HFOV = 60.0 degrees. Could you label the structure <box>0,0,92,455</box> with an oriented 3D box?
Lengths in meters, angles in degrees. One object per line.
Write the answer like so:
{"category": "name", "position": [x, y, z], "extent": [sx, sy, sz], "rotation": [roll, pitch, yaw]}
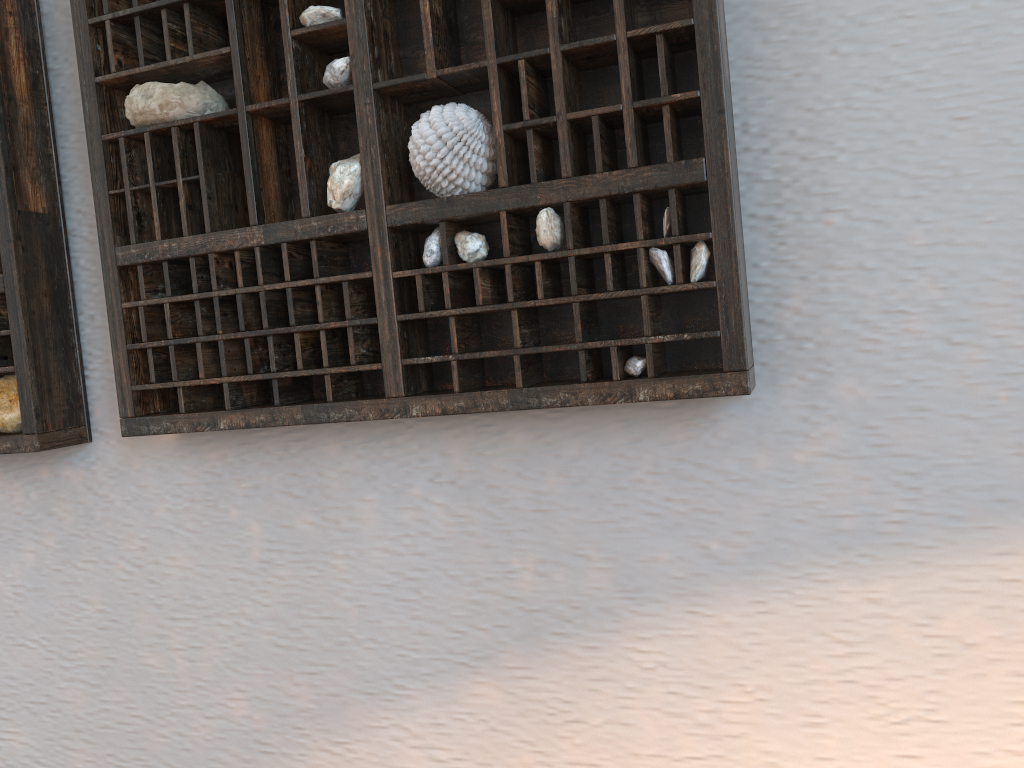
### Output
{"category": "structure", "position": [-0.609, -0.136, 0.792], "extent": [0.468, 0.416, 0.086], "rotation": [-5, 0, 19]}

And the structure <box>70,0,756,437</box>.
{"category": "structure", "position": [-0.091, -0.184, 0.617], "extent": [0.468, 0.416, 0.086], "rotation": [-5, 0, 19]}
